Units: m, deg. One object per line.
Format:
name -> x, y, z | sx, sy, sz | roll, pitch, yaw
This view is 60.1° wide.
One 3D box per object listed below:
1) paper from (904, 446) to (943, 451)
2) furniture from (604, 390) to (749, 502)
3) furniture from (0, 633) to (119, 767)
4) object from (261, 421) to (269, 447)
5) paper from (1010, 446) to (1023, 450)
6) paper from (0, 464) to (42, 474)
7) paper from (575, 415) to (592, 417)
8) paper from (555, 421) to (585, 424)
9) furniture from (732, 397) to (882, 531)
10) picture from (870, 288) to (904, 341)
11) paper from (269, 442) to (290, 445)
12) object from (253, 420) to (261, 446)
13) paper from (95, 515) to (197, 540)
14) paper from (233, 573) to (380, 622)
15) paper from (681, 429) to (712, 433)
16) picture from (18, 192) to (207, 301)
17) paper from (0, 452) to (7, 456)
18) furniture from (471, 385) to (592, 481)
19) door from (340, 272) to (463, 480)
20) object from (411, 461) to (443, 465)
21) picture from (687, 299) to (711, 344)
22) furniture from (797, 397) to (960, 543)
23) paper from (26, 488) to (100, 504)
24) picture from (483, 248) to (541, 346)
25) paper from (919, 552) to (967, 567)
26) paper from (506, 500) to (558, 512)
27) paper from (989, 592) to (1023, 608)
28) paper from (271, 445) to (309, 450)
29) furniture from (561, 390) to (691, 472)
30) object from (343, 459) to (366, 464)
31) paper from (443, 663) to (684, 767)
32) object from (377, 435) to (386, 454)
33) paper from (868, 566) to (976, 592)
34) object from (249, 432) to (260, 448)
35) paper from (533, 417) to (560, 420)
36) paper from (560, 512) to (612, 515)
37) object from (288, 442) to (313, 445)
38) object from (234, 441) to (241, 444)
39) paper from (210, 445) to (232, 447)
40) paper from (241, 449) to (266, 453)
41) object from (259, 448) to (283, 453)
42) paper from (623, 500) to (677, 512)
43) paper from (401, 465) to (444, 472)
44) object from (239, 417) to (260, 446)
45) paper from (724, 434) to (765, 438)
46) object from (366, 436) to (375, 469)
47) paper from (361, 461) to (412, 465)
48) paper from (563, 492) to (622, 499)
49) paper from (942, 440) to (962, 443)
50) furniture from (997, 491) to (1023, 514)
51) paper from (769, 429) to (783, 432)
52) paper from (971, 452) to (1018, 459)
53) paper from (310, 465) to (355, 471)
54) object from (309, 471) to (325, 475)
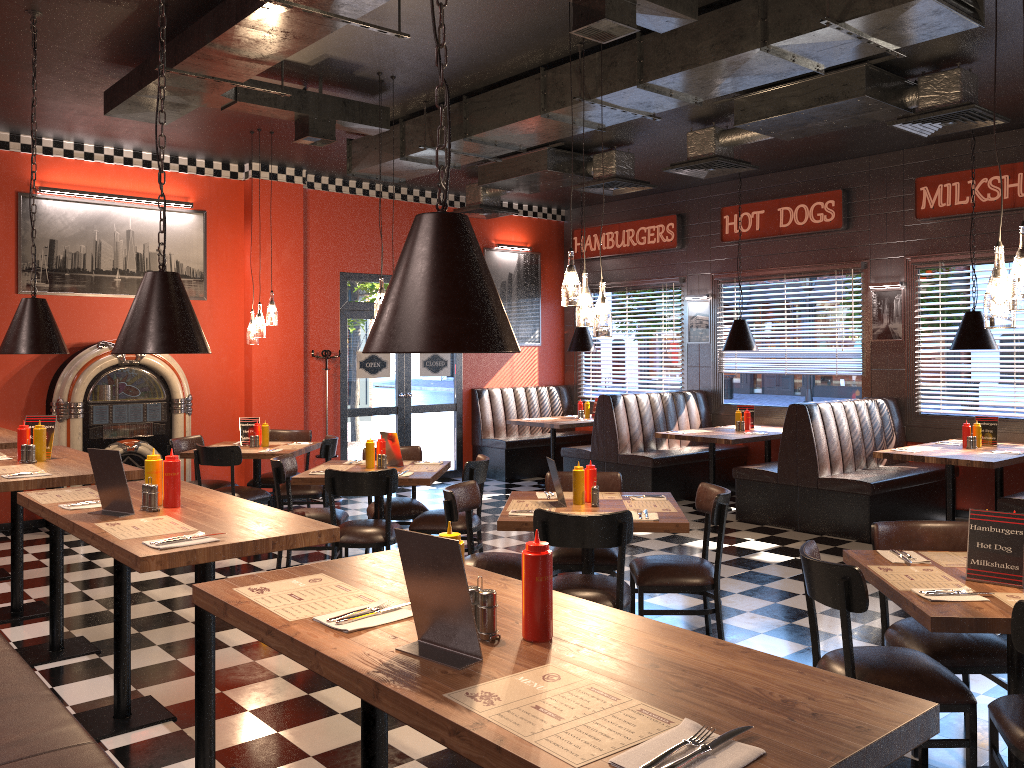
paper -> 3.558, 0.557, 7.686 | 0.365, 0.001, 0.261 | -2, 3, -40
furniture -> 1.898, 0.674, 10.088 | 1.709, 1.154, 0.706 | -1, 1, -40
furniture -> -2.852, 0.924, 3.881 | 1.104, 1.149, 8.758 | -1, 2, -40
object -> -2.244, 0.451, 8.059 | 0.068, 0.238, 0.068 | 0, 0, -43
paper -> 4.514, 0.554, 7.660 | 0.365, 0.001, 0.261 | -2, 3, -39
paper -> -2.728, 0.464, 4.825 | 0.261, 0.001, 0.365 | -2, 3, -38
paper -> 0.970, 0.420, 11.744 | 0.365, 0.001, 0.261 | -2, 3, -39
paper -> 0.723, 0.460, 10.692 | 0.365, 0.001, 0.261 | -2, 3, -43
furniture -> 2.991, 0.716, 8.808 | 1.709, 1.154, 0.706 | -1, 1, -40
picture -> 3.852, -0.707, 9.098 | 0.012, 0.537, 0.351 | 0, 0, -41
paper -> -2.295, 0.559, 8.363 | 0.365, 0.001, 0.261 | 0, 2, 4
object -> -2.328, 0.450, 8.099 | 0.068, 0.238, 0.068 | 0, 0, -43
paper -> -1.327, 0.517, 3.205 | 0.261, 0.001, 0.365 | -2, 3, -38
paper -> -0.530, 0.547, 2.295 | 0.261, 0.001, 0.365 | -2, 3, -38
paper -> 1.950, 0.501, 9.426 | 0.365, 0.001, 0.261 | -2, 3, -39
picture -> -3.893, -1.325, 8.760 | 1.770, 0.940, 0.023 | -2, 0, -40
paper -> -3.328, 0.441, 5.523 | 0.261, 0.001, 0.365 | -2, 3, -38
furniture -> 0.346, 0.614, 11.904 | 1.709, 1.154, 0.706 | -1, 1, -40
door -> -1.325, -0.052, 10.945 | 1.800, 2.573, 0.128 | -1, 0, -40
object -> -0.659, 0.600, 6.788 | 0.255, 0.019, 0.157 | 0, 2, 7
picture -> 2.300, -0.767, 10.915 | 0.012, 0.537, 0.351 | 0, 0, -41
furniture -> 3.449, 0.733, 8.272 | 1.709, 1.154, 0.706 | -1, 1, -40
paper -> -1.973, 0.494, 3.925 | 0.261, 0.001, 0.365 | -2, 3, -38
picture -> 0.013, -1.175, 12.097 | 1.023, 1.302, 0.016 | -1, 0, -40
paper -> 1.890, 0.714, 3.603 | 0.365, 0.001, 0.261 | 0, 2, 4
paper -> 0.115, 0.674, 4.913 | 0.261, 0.001, 0.365 | 0, 2, 5
paper -> 1.842, 0.738, 2.963 | 0.365, 0.001, 0.261 | 0, 2, 7
paper -> -2.007, 0.571, 7.997 | 0.261, 0.001, 0.365 | 0, 2, 3
furniture -> 1.439, 0.656, 10.624 | 1.709, 1.154, 0.706 | -1, 1, -40
object -> -1.212, 0.601, 6.844 | 0.157, 0.019, 0.255 | 0, 2, 4
paper -> 0.088, 0.571, 1.559 | 0.261, 0.001, 0.365 | -2, 3, -38
object -> -0.974, 0.499, 6.595 | 0.068, 0.238, 0.068 | 0, 0, -35
paper -> 1.522, 0.726, 3.318 | 0.261, 0.001, 0.365 | 0, 2, 5
object -> -2.325, 0.505, 8.007 | 0.094, 0.136, 0.046 | -1, 0, -40
paper -> 0.392, 0.441, 11.238 | 0.365, 0.001, 0.261 | -2, 3, -40
paper -> 0.432, 0.685, 4.574 | 0.365, 0.001, 0.261 | 0, 2, 3
object -> -1.993, 0.553, 8.249 | 0.255, 0.019, 0.157 | 0, 2, 5
object -> -2.532, 0.552, 8.342 | 0.157, 0.019, 0.255 | 0, 2, -2
paper -> -2.647, 0.572, 8.039 | 0.261, 0.001, 0.365 | 0, 2, 6
paper -> -2.337, 0.583, 7.695 | 0.365, 0.001, 0.261 | 0, 2, 4
object -> -2.091, 0.573, 7.700 | 0.157, 0.019, 0.255 | 0, 2, 8
paper -> 0.756, 0.672, 4.883 | 0.261, 0.001, 0.365 | 0, 2, 2
paper -> -0.655, 0.619, 6.505 | 0.261, 0.001, 0.365 | 0, 2, 4
object -> -2.411, 0.438, 8.164 | 0.188, 0.257, 0.072 | -1, 0, -30
paper -> 2.322, 0.519, 8.897 | 0.365, 0.001, 0.261 | -2, 3, -39
object -> -1.046, 0.501, 6.535 | 0.068, 0.238, 0.068 | 0, 0, -35
paper -> -0.961, 0.609, 6.832 | 0.365, 0.001, 0.261 | 0, 2, 3
paper -> 0.461, 0.660, 5.243 | 0.365, 0.001, 0.261 | 0, 2, 3
paper -> 4.139, 0.536, 8.188 | 0.365, 0.001, 0.261 | -2, 3, -39
furniture -> 4.542, 0.775, 6.992 | 1.709, 1.154, 0.706 | -1, 1, -40
paper -> 2.906, 0.498, 9.396 | 0.365, 0.001, 0.261 | -2, 3, -40
paper -> 3.885, 0.576, 7.138 | 0.365, 0.001, 0.261 | -2, 3, -43
paper -> -1.324, 0.621, 6.540 | 0.261, 0.001, 0.365 | 0, 2, 3
object -> -1.302, 0.622, 6.270 | 0.255, 0.019, 0.157 | 0, 2, -2
